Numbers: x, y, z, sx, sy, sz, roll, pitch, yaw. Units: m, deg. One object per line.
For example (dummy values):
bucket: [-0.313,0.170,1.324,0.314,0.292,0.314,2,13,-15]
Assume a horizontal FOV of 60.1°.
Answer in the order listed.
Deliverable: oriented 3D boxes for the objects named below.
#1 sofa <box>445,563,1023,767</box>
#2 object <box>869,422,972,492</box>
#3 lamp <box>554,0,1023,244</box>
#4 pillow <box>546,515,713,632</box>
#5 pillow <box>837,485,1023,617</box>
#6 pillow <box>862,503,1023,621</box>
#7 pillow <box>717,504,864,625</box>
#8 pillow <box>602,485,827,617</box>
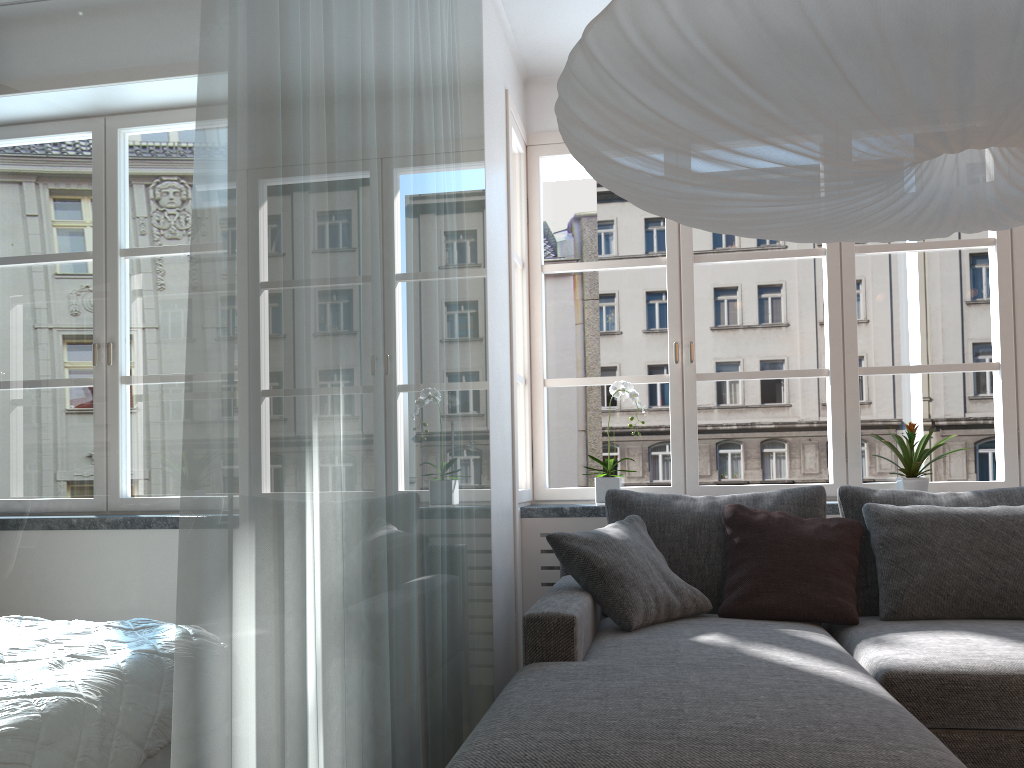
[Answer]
sofa: [1.521,0.817,2.280,3.068,0.669,2.048,-2,-6,10]
object: [1.669,0.315,3.616,0.376,0.327,0.324,0,-4,-15]
lamp: [0.814,-0.457,1.589,1.472,0.209,1.475,4,-8,-43]
pillow: [0.408,0.642,3.055,0.516,0.358,0.348,3,-5,-41]
pillow: [1.616,0.592,3.160,0.839,0.473,0.277,-2,-3,10]
pillow: [1.578,0.604,3.021,0.667,0.396,0.293,-2,-3,10]
pillow: [0.982,0.623,3.101,0.521,0.402,0.312,-2,-3,12]
pillow: [0.757,0.624,3.300,0.836,0.476,0.276,-2,-3,10]
